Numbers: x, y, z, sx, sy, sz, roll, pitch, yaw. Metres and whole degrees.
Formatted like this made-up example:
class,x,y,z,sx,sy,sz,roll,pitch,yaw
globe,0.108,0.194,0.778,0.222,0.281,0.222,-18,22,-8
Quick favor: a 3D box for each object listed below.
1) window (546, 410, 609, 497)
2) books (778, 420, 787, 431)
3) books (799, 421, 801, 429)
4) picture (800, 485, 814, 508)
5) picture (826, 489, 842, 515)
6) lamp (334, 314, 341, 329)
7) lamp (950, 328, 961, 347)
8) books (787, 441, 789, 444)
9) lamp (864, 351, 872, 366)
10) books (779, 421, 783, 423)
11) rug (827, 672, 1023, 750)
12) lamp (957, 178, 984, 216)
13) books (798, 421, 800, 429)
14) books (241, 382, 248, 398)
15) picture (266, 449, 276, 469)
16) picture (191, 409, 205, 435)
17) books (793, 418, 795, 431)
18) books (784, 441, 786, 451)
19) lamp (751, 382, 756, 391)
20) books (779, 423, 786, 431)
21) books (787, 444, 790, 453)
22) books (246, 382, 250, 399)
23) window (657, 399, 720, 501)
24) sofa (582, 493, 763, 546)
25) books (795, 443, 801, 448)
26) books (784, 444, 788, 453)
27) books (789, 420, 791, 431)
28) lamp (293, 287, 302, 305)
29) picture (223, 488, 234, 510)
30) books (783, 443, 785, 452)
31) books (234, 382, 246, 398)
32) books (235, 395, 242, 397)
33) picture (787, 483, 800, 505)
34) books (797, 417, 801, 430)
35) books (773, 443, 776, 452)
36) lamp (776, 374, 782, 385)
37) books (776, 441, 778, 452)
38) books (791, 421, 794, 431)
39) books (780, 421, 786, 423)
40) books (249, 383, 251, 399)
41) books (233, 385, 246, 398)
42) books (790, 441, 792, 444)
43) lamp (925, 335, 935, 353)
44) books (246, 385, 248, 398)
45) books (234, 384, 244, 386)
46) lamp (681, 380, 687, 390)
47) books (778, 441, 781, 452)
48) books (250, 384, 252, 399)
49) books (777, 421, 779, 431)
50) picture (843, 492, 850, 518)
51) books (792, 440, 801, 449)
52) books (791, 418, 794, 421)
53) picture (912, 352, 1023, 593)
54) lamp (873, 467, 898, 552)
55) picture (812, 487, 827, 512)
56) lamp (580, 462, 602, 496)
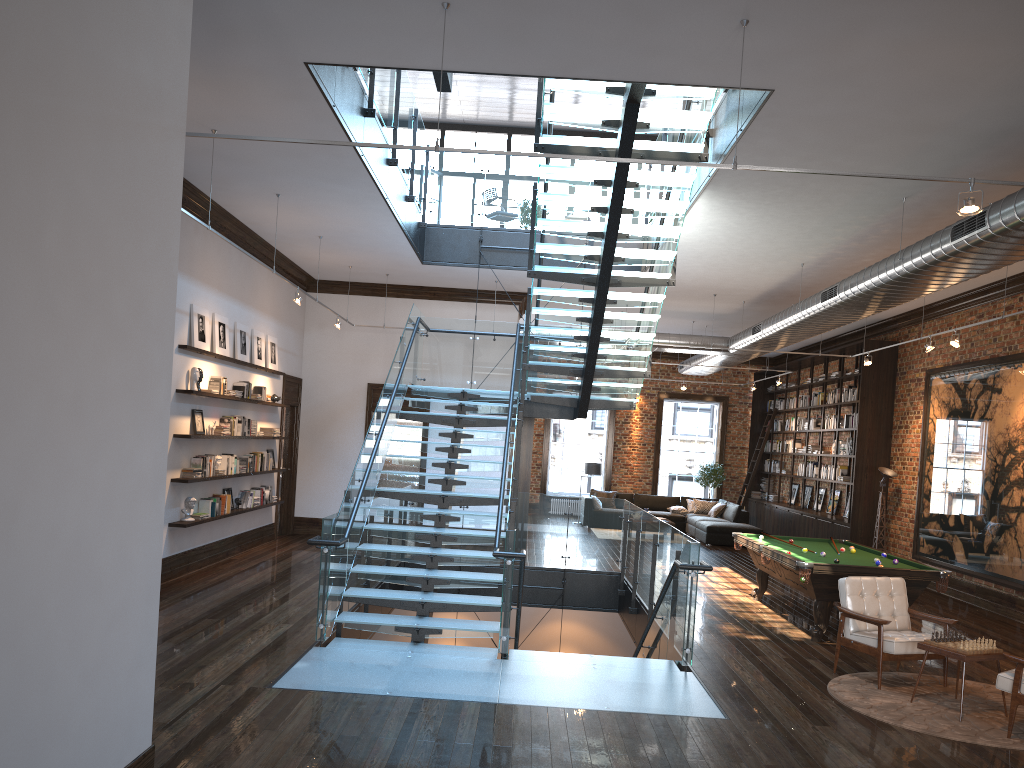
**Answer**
class,x,y,z,sx,sy,sz,roll,pitch,yaw
window,1.713,1.618,23.186,1.520,2.755,0.155,4,1,1
books,6.581,1.022,21.565,0.190,0.281,0.006,4,1,1
books,6.557,0.947,19.960,0.161,0.223,0.025,4,1,1
picture,6.503,2.485,19.558,0.112,0.498,0.508,4,-1,1
picture,6.476,2.373,17.843,0.112,0.498,0.508,4,-1,1
lamp,-2.580,-0.921,13.102,0.114,0.230,0.113,3,0,-43
lamp,5.369,-0.561,10.734,0.113,0.230,0.114,4,0,30
books,6.538,1.484,20.817,0.177,0.264,0.041,4,1,1
lamp,5.409,-0.384,13.464,0.113,0.230,0.114,4,0,15
books,6.571,1.033,21.538,0.183,0.254,0.046,4,1,1
rug,3.515,2.527,6.955,1.969,0.015,1.973,4,-4,3
lamp,2.687,-1.089,5.196,0.113,0.230,0.114,4,0,-10
books,6.554,0.951,19.990,0.182,0.218,0.034,4,1,1
books,-3.649,0.085,11.990,0.155,0.217,0.011,4,1,1
picture,-3.736,1.165,13.757,0.077,0.300,0.300,4,-1,1
picture,-3.753,0.457,10.619,0.077,0.300,0.300,4,-1,1
books,6.567,0.943,20.446,0.155,0.294,0.026,4,1,1
books,6.543,1.487,20.991,0.188,0.281,0.014,4,1,1
lamp,5.506,0.051,20.156,0.113,0.230,0.114,4,0,40
books,6.568,1.052,21.473,0.185,0.210,0.069,4,1,1
books,6.536,1.506,20.718,0.186,0.208,0.017,4,1,1
books,-3.650,0.086,12.064,0.162,0.226,0.011,4,1,1
window,4.568,1.799,23.145,1.520,2.755,0.155,4,1,1
sofa,3.378,2.934,19.635,3.499,0.804,3.454,4,-3,1
books,6.539,1.466,20.281,0.147,0.232,0.036,4,1,1
books,6.510,1.510,20.775,0.236,0.202,0.046,4,1,1
books,6.559,0.978,20.716,0.174,0.256,0.027,4,1,1
lamp,-2.616,-1.071,10.798,0.114,0.230,0.113,3,0,-45
picture,-3.798,1.546,11.886,0.077,0.300,0.300,4,-1,1
books,6.544,1.518,21.098,0.171,0.233,0.015,4,1,1
books,-3.648,0.084,11.901,0.156,0.208,0.022,4,1,1
books,-3.675,0.158,11.686,0.141,0.011,0.286,4,-4,2
picture,6.519,2.549,20.539,0.112,0.498,0.508,4,-1,1
books,6.555,0.908,20.065,0.183,0.314,0.013,4,1,1
books,6.526,1.563,21.753,0.231,0.225,0.024,4,1,1
lamp,5.474,-0.080,18.150,0.114,0.230,0.113,4,0,-23
books,6.552,1.541,21.683,0.180,0.263,0.015,4,1,1
books,6.560,0.974,20.539,0.181,0.242,0.035,4,1,1
books,6.577,1.035,21.493,0.166,0.250,0.079,4,1,1
books,-3.643,0.091,12.080,0.167,0.219,0.021,4,1,1
books,-3.649,0.104,11.846,0.167,0.161,0.037,4,1,1
books,6.519,1.463,20.499,0.189,0.263,0.010,4,1,1
lamp,5.378,-0.518,11.399,0.114,0.230,0.113,4,0,-20
books,-3.640,0.101,11.926,0.166,0.180,0.028,4,1,1
books,-3.664,0.093,11.870,0.126,0.184,0.042,4,1,1
lamp,4.116,0.031,21.239,0.114,0.230,0.113,4,0,-30
books,6.545,1.520,21.478,0.164,0.278,0.013,4,1,1
books,-3.650,0.097,12.147,0.163,0.214,0.023,4,1,1
books,6.567,1.042,21.619,0.189,0.246,0.005,4,1,1
picture,6.461,2.311,16.890,0.112,0.498,0.508,4,-1,1
books,6.524,1.441,20.333,0.189,0.287,0.013,4,1,1
books,6.561,0.939,20.563,0.171,0.315,0.014,4,1,1
picture,6.463,1.174,12.458,0.080,3.002,3.204,4,-1,1
lamp,6.195,2.299,14.792,0.425,1.829,0.506,4,1,6
picture,6.490,2.430,18.715,0.112,0.498,0.508,4,-1,1
lamp,1.754,2.578,20.844,0.685,1.468,0.420,4,1,31
